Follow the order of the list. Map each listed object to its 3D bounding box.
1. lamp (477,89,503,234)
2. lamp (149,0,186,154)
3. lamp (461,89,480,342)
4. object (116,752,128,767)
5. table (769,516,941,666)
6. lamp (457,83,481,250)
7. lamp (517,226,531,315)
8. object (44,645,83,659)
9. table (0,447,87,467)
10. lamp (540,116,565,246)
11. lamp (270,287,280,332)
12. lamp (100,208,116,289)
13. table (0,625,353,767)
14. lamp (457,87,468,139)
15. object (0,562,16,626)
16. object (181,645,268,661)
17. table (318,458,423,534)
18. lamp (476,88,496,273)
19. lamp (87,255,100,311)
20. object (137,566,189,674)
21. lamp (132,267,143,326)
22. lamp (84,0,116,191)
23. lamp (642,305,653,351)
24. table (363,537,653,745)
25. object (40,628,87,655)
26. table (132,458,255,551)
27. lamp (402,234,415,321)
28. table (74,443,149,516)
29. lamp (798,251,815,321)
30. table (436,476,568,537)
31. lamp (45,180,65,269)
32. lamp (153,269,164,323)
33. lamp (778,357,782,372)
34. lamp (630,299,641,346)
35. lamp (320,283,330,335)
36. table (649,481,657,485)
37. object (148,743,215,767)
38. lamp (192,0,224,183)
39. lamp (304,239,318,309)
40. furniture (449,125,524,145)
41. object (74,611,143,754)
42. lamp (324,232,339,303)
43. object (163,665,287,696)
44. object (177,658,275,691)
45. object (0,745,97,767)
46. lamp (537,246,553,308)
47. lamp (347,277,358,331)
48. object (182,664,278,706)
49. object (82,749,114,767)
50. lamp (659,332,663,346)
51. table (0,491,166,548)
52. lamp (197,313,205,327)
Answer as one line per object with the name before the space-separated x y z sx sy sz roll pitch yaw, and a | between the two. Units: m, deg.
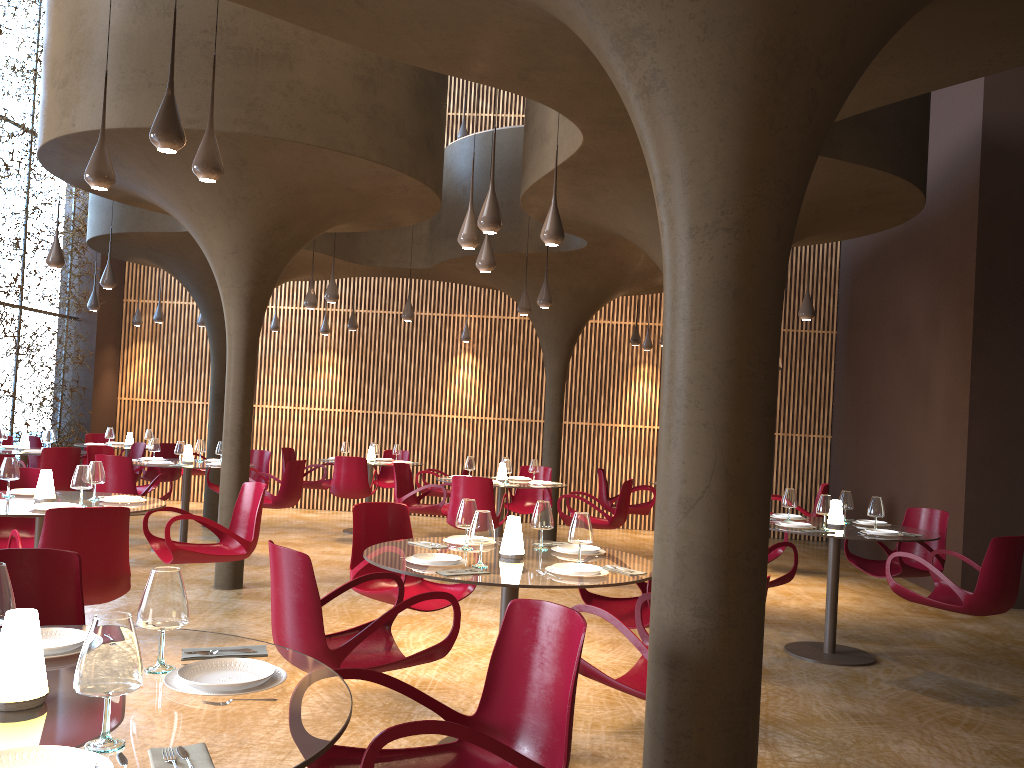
lamp | -0.001 -4.283 6.788 0.196 6.274 0.196 3 -1 -11
lamp | -1.781 -4.450 5.056 0.196 6.274 0.196 2 -1 39
lamp | -0.693 -3.918 16.585 0.196 6.274 0.196 3 -1 19
object | -0.976 0.792 1.760 0.411 0.012 0.204 5 -3 -32
table | 2.827 1.821 7.820 1.673 1.130 1.672 4 -2 -28
lamp | -0.193 -4.265 7.462 0.196 6.274 0.196 3 -1 29
lamp | 0.329 -4.055 11.899 0.196 6.274 0.196 2 -1 39
object | -1.446 0.805 2.728 0.331 0.014 0.332 2 -3 23
table | -6.786 1.483 12.267 1.674 1.130 1.671 5 -3 -44
lamp | 0.489 -4.242 7.127 0.196 6.274 0.196 3 -1 -11
lamp | -4.261 -4.110 16.609 0.196 6.274 0.196 3 -1 19
lamp | -5.052 -4.363 11.496 0.196 6.274 0.196 4 -1 -41
table | -1.281 1.369 2.227 1.673 1.130 1.672 4 -2 -27
lamp | -0.767 -5.639 15.239 0.196 2.960 0.196 3 -1 -11
object | -1.482 0.657 2.501 0.142 0.295 0.142 3 -1 12
object | -0.901 0.844 2.782 0.262 0.017 0.126 4 -3 -22
table | -2.291 1.806 14.197 1.671 1.130 1.674 3 -2 14
lamp | -0.088 -4.213 8.597 0.196 6.274 0.196 2 -1 39
lamp | -6.657 -4.326 14.499 0.196 6.274 0.196 3 -1 29
object | -1.015 0.685 2.579 0.142 0.295 0.142 3 -1 -12
lamp | -6.996 -4.242 16.990 0.196 6.274 0.196 3 -1 29
lamp | -2.625 -4.455 6.047 0.196 6.274 0.196 3 -1 9
lamp | 2.649 -3.749 16.288 0.196 6.274 0.196 3 -1 29
table | -0.032 1.553 5.052 1.673 1.130 1.672 4 -2 -35
object | -1.445 0.795 2.728 0.263 0.029 0.263 4 -3 -25
table | -4.255 1.591 11.543 1.671 1.130 1.674 2 -2 24
lamp | -1.406 -4.085 13.452 0.196 6.274 0.196 3 -1 19
table | -6.470 1.609 14.905 1.674 1.130 1.671 5 -3 -44
lamp | 3.758 -3.912 10.853 0.196 6.274 0.196 4 -1 -41
table | -0.160 1.800 11.259 1.671 1.130 1.674 2 -2 24
lamp | -4.921 -4.420 9.917 0.196 6.274 0.196 4 -1 -41
lamp | -6.214 -4.238 16.053 0.196 6.274 0.196 3 -1 29
lamp | 3.362 -3.268 10.877 0.196 6.274 0.196 4 -1 -41
lamp | 2.319 -3.800 15.486 0.196 6.274 0.196 3 -1 19
lamp | -3.353 -4.056 16.715 0.196 6.274 0.196 3 -1 29
table | 2.777 2.018 12.695 1.671 1.130 1.674 2 -2 24
object | -0.697 0.818 1.886 0.126 0.017 0.262 4 -3 -27
lamp | -1.764 -4.424 5.674 0.196 6.274 0.196 3 -1 9
lamp | -2.669 -4.191 12.524 0.196 6.274 0.196 2 -1 39
furniture | -0.246 -2.986 12.816 0.901 1.047 2.530 5 -3 -44
object | -0.905 0.667 1.990 0.142 0.295 0.142 3 -1 -6
lamp | -2.201 -4.201 11.682 0.196 6.274 0.196 2 -1 39
object | -0.804 0.830 2.496 0.331 0.014 0.332 1 -3 36
object | -0.803 0.821 2.496 0.263 0.029 0.263 3 -2 -3
object | -0.972 0.781 1.763 0.263 0.029 0.263 3 -2 -5
lamp | 0.571 -4.078 11.030 0.196 6.274 0.196 2 -1 39
lamp | -2.618 -4.066 15.527 0.196 6.274 0.196 3 -1 19
object | -0.802 0.831 2.492 0.204 0.012 0.410 4 -3 -26
object | -0.972 0.791 1.763 0.332 0.014 0.332 3 -2 11
lamp | 2.791 -3.783 15.271 0.196 6.274 0.196 3 -1 19
table | -3.467 1.427 6.507 1.673 1.130 1.672 4 -2 -32
lamp | -5.540 -4.189 16.373 0.196 6.274 0.196 3 -1 -11
